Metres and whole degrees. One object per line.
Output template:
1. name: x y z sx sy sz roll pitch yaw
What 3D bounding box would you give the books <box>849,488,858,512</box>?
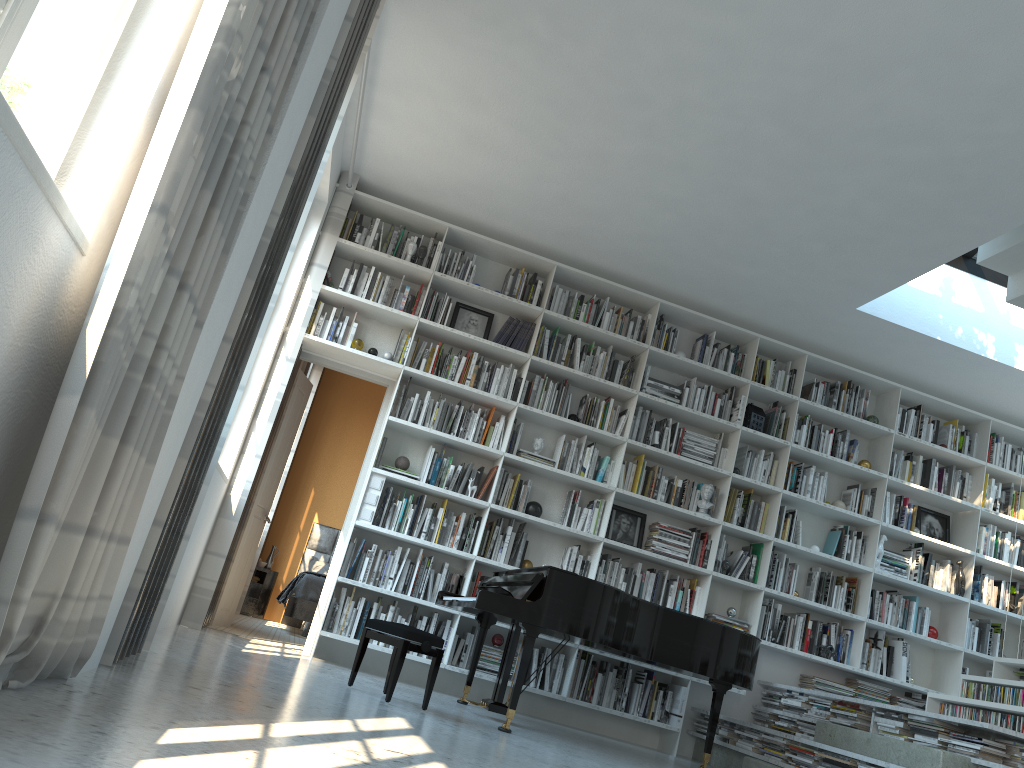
1. books: 2.631 0.934 6.925 0.012 0.231 0.154 18 -16 -9

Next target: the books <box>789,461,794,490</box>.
1. books: 2.119 0.743 6.859 0.014 0.283 0.135 18 -16 -9

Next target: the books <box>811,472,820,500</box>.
1. books: 2.297 0.813 6.855 0.025 0.244 0.184 18 -16 -9

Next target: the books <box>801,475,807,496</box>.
1. books: 2.201 0.809 6.840 0.025 0.193 0.171 18 -16 -9

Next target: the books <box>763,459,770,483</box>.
1. books: 1.906 0.692 6.793 0.024 0.233 0.150 18 -16 -9

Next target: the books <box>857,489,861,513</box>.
1. books: 2.660 0.937 6.931 0.016 0.243 0.152 18 -16 -9

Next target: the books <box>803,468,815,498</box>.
1. books: 2.250 0.785 6.839 0.030 0.262 0.182 18 -16 -9

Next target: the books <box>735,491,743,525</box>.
1. books: 1.668 0.953 6.671 0.019 0.293 0.164 18 -16 -9

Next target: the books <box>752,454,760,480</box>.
1. books: 1.821 0.663 6.779 0.023 0.235 0.179 18 -16 -9

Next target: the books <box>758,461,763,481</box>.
1. books: 1.849 0.690 6.769 0.024 0.194 0.173 18 -16 -9

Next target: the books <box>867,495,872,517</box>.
1. books: 2.736 0.977 6.924 0.013 0.204 0.174 18 -16 -9

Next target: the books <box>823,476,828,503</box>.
1. books: 2.395 0.846 6.891 0.034 0.253 0.161 18 -16 -9

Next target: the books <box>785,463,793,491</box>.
1. books: 2.088 0.743 6.821 0.014 0.247 0.177 18 -16 -9

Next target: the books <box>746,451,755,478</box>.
1. books: 1.783 0.645 6.779 0.028 0.249 0.165 18 -16 -9

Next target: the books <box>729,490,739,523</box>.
1. books: 1.630 0.945 6.676 0.035 0.292 0.145 18 -16 -9

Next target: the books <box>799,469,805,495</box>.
1. books: 2.186 0.780 6.834 0.022 0.236 0.165 18 -16 -9

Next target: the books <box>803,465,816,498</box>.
1. books: 2.275 0.785 6.872 0.027 0.294 0.160 18 -16 -9

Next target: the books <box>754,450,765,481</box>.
1. books: 1.847 0.645 6.766 0.028 0.274 0.187 18 -16 -9

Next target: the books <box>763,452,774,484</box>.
1. books: 1.930 0.670 6.806 0.028 0.292 0.154 18 -16 -9

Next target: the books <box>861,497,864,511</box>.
1. books: 2.693 0.969 6.939 0.012 0.206 0.138 18 -16 -9

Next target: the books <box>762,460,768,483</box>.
1. books: 1.887 0.695 6.781 0.029 0.210 0.158 18 -16 -9

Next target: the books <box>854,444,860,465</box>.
1. books: 2.685 0.585 7.024 0.026 0.228 0.141 18 -16 -9

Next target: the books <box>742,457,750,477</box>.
1. books: 1.744 0.660 6.750 0.028 0.185 0.181 18 -16 -9

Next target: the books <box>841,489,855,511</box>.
1. books: 2.611 0.935 6.926 0.015 0.219 0.140 18 -16 -9

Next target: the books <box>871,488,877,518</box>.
1. books: 2.778 0.953 6.936 0.005 0.277 0.183 18 -16 -9

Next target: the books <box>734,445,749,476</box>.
1. books: 1.740 0.614 6.782 0.019 0.284 0.160 18 -16 -9

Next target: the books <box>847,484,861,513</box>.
1. books: 2.651 0.919 6.921 0.015 0.266 0.164 18 -16 -9

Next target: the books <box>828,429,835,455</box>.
1. books: 2.468 0.491 6.975 0.012 0.264 0.156 18 -16 -9

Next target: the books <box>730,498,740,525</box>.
1. books: 1.643 0.977 6.663 0.015 0.231 0.180 18 -16 -9

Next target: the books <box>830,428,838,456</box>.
1. books: 2.497 0.494 6.995 0.012 0.284 0.160 18 -16 -9

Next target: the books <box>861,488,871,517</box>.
1. books: 2.730 0.949 6.929 0.016 0.256 0.176 18 -16 -9

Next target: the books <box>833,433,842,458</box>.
1. books: 2.515 0.518 6.974 0.030 0.237 0.186 18 -16 -9

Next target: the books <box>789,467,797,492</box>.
1. books: 2.130 0.765 6.835 0.013 0.235 0.158 18 -16 -9

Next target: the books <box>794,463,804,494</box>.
1. books: 2.176 0.753 6.831 0.014 0.279 0.178 18 -16 -9

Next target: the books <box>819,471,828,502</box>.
1. books: 2.367 0.820 6.865 0.024 0.271 0.170 18 -16 -9

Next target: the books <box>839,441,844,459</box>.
1. books: 2.533 0.554 6.976 0.027 0.181 0.176 18 -16 -9

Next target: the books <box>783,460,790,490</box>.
1. books: 2.075 0.728 6.838 0.014 0.277 0.154 18 -16 -9

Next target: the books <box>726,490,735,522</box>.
1. books: 1.607 0.937 6.672 0.035 0.292 0.145 18 -16 -9

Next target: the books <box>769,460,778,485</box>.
1. books: 1.956 0.706 6.785 0.028 0.229 0.177 18 -16 -9

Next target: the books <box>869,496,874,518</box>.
1. books: 2.758 0.985 6.932 0.012 0.205 0.169 18 -16 -9

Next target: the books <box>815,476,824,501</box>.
1. books: 2.338 0.834 6.867 0.021 0.231 0.183 18 -16 -9

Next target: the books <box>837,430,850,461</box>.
1. books: 2.576 0.512 6.982 0.029 0.284 0.184 18 -16 -9

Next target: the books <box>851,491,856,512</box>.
1. books: 2.619 0.944 6.922 0.005 0.204 0.154 18 -16 -9

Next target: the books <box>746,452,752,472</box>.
1. books: 1.765 0.644 6.780 0.024 0.242 0.159 18 -16 -9

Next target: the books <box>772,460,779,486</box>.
1. books: 1.972 0.711 6.804 0.026 0.237 0.173 18 -16 -9

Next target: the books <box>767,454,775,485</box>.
1. books: 1.943 0.682 6.804 0.025 0.276 0.173 18 -16 -9

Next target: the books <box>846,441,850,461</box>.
1. books: 2.591 0.558 6.991 0.030 0.212 0.157 18 -16 -9

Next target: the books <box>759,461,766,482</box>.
1. books: 1.866 0.695 6.775 0.027 0.196 0.185 18 -16 -9

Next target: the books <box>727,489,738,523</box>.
1. books: 1.622 0.937 6.660 0.035 0.292 0.145 18 -16 -9

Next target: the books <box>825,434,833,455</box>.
1. books: 2.438 0.504 6.948 0.021 0.208 0.181 18 -16 -9

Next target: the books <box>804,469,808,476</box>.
1. books: 2.224 0.787 6.858 0.011 0.256 0.131 18 -16 -9

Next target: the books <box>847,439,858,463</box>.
1. books: 2.636 0.558 6.989 0.054 0.234 0.172 18 -16 -9

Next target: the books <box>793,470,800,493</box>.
1. books: 2.145 0.781 6.838 0.026 0.215 0.161 18 -16 -9

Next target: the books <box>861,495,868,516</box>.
1. books: 2.707 0.972 6.929 0.013 0.201 0.174 18 -16 -9

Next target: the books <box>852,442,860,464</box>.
1. books: 2.653 0.575 6.999 0.048 0.216 0.182 18 -16 -9

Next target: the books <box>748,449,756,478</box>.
1. books: 1.800 0.637 6.786 0.019 0.274 0.146 18 -16 -9

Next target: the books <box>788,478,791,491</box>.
1. books: 2.093 0.783 6.826 0.021 0.178 0.137 18 -16 -9

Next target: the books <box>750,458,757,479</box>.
1. books: 1.802 0.672 6.778 0.023 0.206 0.171 18 -16 -9

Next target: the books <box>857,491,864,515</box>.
1. books: 2.683 0.953 6.934 0.016 0.227 0.160 18 -16 -9
